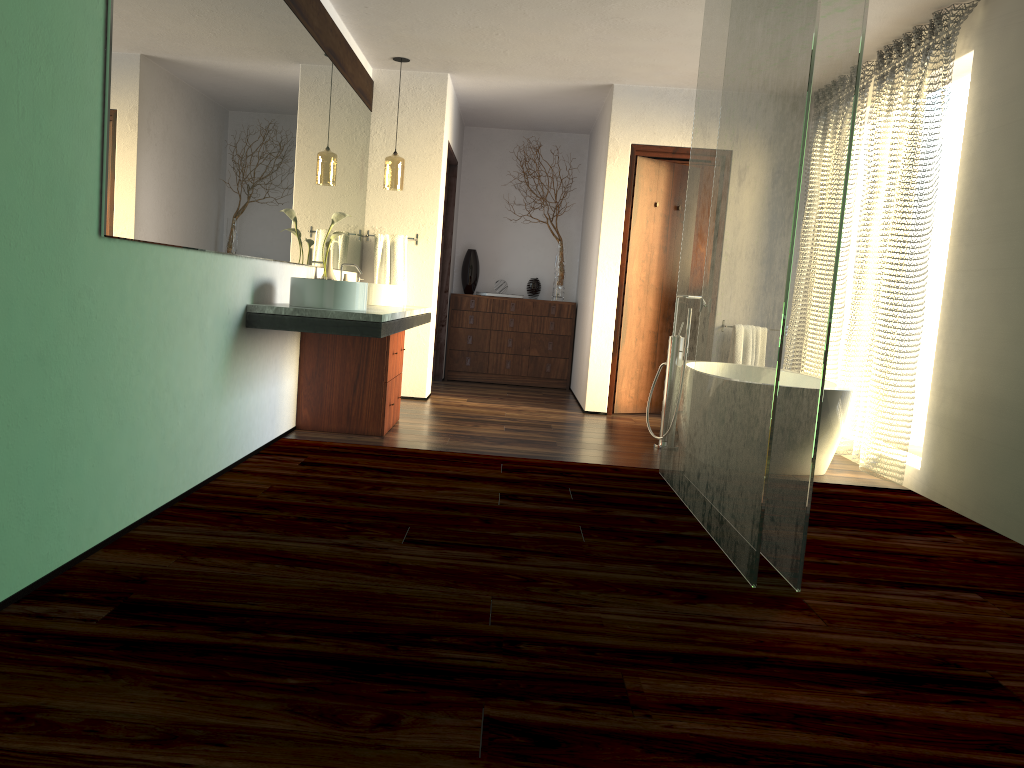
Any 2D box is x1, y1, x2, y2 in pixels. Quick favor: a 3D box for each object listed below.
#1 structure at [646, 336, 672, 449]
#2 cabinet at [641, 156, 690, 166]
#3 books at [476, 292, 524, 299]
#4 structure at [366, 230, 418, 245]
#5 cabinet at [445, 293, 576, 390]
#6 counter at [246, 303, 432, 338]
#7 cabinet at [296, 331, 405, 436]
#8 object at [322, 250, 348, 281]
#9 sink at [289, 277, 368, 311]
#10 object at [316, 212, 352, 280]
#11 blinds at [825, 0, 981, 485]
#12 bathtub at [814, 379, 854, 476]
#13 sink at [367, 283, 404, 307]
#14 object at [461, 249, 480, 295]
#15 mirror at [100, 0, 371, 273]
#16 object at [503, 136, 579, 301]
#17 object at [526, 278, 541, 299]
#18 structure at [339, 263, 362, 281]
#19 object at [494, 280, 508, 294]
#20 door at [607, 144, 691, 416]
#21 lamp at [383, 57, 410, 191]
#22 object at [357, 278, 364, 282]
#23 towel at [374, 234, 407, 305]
[{"bbox_3d":[0.936,-0.075,5.192,0.283,0.897,0.239,10,8,41],"label":"structure"},{"bbox_3d":[1.529,-1.037,7.840,1.486,2.364,0.358,5,6,2],"label":"cabinet"},{"bbox_3d":[-0.059,-0.824,8.251,0.488,0.034,0.251,2,6,-23],"label":"books"},{"bbox_3d":[-0.867,-1.059,6.389,0.370,0.088,0.102,5,6,2],"label":"structure"},{"bbox_3d":[-0.019,-0.401,8.242,1.141,0.801,0.402,5,6,2],"label":"cabinet"},{"bbox_3d":[-0.846,-0.382,4.916,0.588,0.101,2.255,4,6,0],"label":"counter"},{"bbox_3d":[-0.910,-0.061,5.152,0.513,0.600,0.658,5,6,1],"label":"cabinet"},{"bbox_3d":[-0.996,-0.608,5.039,0.245,0.305,0.117,8,7,28],"label":"object"},{"bbox_3d":[-0.853,-0.419,4.122,0.358,0.131,0.356,5,6,4],"label":"sink"},{"bbox_3d":[-1.020,-0.702,4.952,0.185,0.504,0.247,2,6,-21],"label":"object"},{"bbox_3d":[2.017,-0.742,5.253,0.181,2.338,2.122,5,6,0],"label":"blinds"},{"bbox_3d":[1.383,0.178,5.105,0.765,0.485,1.618,4,6,0],"label":"bathtub"},{"bbox_3d":[-0.849,-0.554,5.464,0.351,0.131,0.363,2,6,-21],"label":"sink"},{"bbox_3d":[-0.387,-1.043,8.240,0.172,0.417,0.168,6,6,14],"label":"object"},{"bbox_3d":[-1.068,-1.178,4.387,0.017,1.153,4.073,5,6,0],"label":"mirror"},{"bbox_3d":[0.206,-1.502,8.053,0.846,1.450,0.713,10,8,44],"label":"object"},{"bbox_3d":[0.203,-0.888,8.223,0.135,0.200,0.142,-1,8,-44],"label":"object"},{"bbox_3d":[-1.008,-0.619,5.437,0.165,0.242,0.066,5,6,6],"label":"structure"},{"bbox_3d":[-0.101,-0.905,8.239,0.131,0.131,0.131,4,6,-3],"label":"object"},{"bbox_3d":[1.133,-0.731,6.601,0.731,1.948,0.463,5,6,2],"label":"door"},{"bbox_3d":[-0.785,-1.770,6.054,0.142,0.867,0.135,10,8,43],"label":"lamp"},{"bbox_3d":[-0.887,-0.534,5.100,0.070,0.158,0.071,3,6,-16],"label":"object"},{"bbox_3d":[-0.881,-0.755,6.358,0.262,0.636,0.158,7,6,19],"label":"towel"}]
